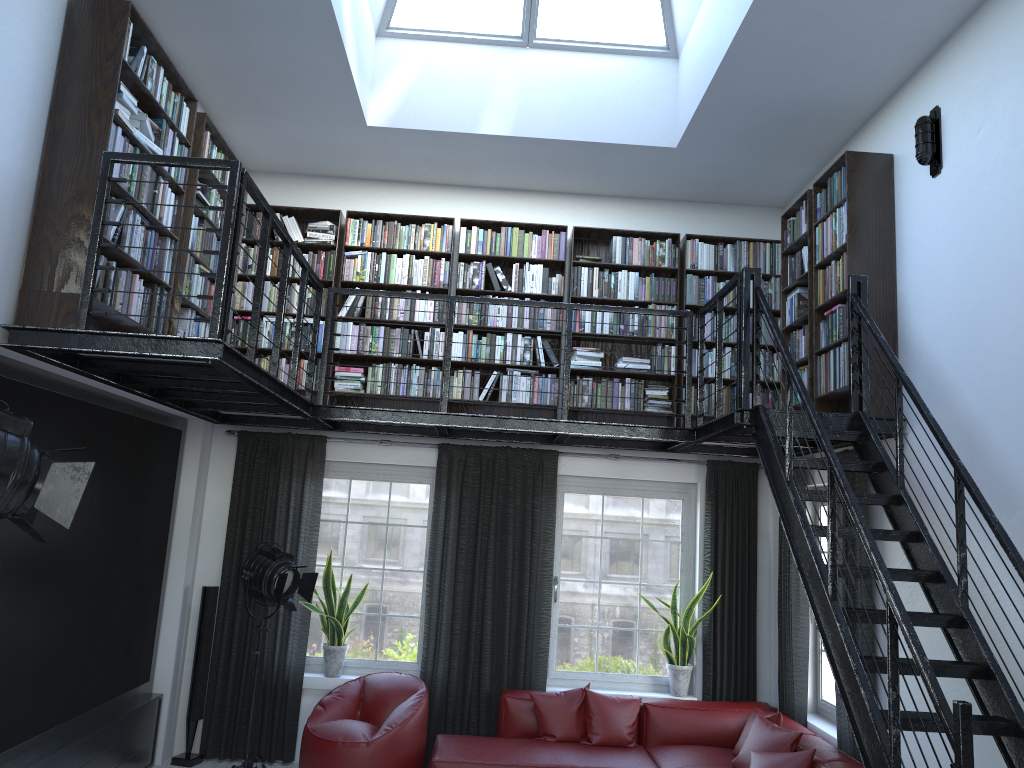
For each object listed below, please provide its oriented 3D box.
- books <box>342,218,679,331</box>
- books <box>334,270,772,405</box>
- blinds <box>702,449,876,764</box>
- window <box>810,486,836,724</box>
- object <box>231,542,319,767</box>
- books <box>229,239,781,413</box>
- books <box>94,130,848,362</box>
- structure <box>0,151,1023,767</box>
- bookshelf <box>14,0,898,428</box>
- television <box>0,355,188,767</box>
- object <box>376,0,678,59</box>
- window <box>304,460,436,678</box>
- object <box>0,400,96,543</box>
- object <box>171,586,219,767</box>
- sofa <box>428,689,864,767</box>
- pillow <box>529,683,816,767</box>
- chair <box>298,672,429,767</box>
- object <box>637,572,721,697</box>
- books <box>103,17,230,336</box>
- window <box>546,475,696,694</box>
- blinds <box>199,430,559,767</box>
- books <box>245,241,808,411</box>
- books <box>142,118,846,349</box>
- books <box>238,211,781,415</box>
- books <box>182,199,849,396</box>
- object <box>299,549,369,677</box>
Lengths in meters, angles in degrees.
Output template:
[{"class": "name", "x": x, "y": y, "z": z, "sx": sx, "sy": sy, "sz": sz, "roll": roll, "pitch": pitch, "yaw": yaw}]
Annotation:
[{"class": "books", "x": -0.013, "y": -0.824, "z": 7.057, "sx": 2.636, "sy": 0.833, "sz": 0.212, "roll": 4, "pitch": -11, "yaw": -1}, {"class": "books", "x": 0.337, "y": -0.369, "z": 6.986, "sx": 3.391, "sy": 1.130, "sz": 0.239, "roll": 4, "pitch": -11, "yaw": -1}, {"class": "blinds", "x": 1.979, "y": 1.680, "z": 6.018, "sx": 0.527, "sy": 2.396, "sz": 1.740, "roll": 7, "pitch": -11, "yaw": -19}, {"class": "window", "x": 2.245, "y": 1.480, "z": 5.926, "sx": 0.133, "sy": 1.616, "sz": 1.159, "roll": 4, "pitch": -10, "yaw": -1}, {"class": "object", "x": -0.663, "y": 1.994, "z": 6.325, "sx": 2.902, "sy": 1.589, "sz": 0.749, "roll": 6, "pitch": -11, "yaw": -17}, {"class": "books", "x": -0.026, "y": -0.543, "z": 6.994, "sx": 4.435, "sy": 1.422, "sz": 0.225, "roll": 4, "pitch": -11, "yaw": -1}, {"class": "books", "x": 0.048, "y": -0.806, "z": 5.250, "sx": 4.376, "sy": 1.418, "sz": 2.190, "roll": 4, "pitch": -9, "yaw": -2}, {"class": "structure", "x": -0.055, "y": 0.851, "z": 4.570, "sx": 4.488, "sy": 3.377, "sz": 4.584, "roll": 4, "pitch": -10, "yaw": -1}, {"class": "bookshelf", "x": 0.024, "y": -0.676, "z": 5.637, "sx": 4.475, "sy": 1.627, "sz": 3.068, "roll": 4, "pitch": -9, "yaw": -1}, {"class": "television", "x": -2.423, "y": 1.209, "z": 4.763, "sx": 0.116, "sy": 2.444, "sz": 3.330, "roll": 4, "pitch": -10, "yaw": -1}, {"class": "object", "x": 0.153, "y": -2.858, "z": 5.999, "sx": 2.221, "sy": 0.638, "sz": 1.177, "roll": 4, "pitch": -9, "yaw": -1}, {"class": "window", "x": -1.154, "y": 1.420, "z": 6.881, "sx": 1.167, "sy": 1.616, "sz": 0.132, "roll": 4, "pitch": -11, "yaw": -1}, {"class": "object", "x": -1.593, "y": 0.813, "z": 2.524, "sx": 0.609, "sy": 1.589, "sz": 0.542, "roll": -6, "pitch": -14, "yaw": 42}, {"class": "object", "x": -2.267, "y": 2.089, "z": 6.398, "sx": 0.157, "sy": 1.229, "sz": 0.156, "roll": 1, "pitch": -11, "yaw": 14}, {"class": "sofa", "x": 0.757, "y": 2.348, "z": 4.916, "sx": 2.541, "sy": 0.660, "sz": 3.258, "roll": 4, "pitch": -9, "yaw": -2}, {"class": "pillow", "x": 1.159, "y": 2.282, "z": 5.879, "sx": 1.953, "sy": 0.404, "sz": 0.978, "roll": -4, "pitch": -12, "yaw": 40}, {"class": "chair", "x": -0.993, "y": 2.369, "z": 5.998, "sx": 0.827, "sy": 0.716, "sz": 0.828, "roll": 12, "pitch": -13, "yaw": -39}, {"class": "object", "x": 1.236, "y": 1.856, "z": 6.599, "sx": 0.553, "sy": 0.946, "sz": 0.522, "roll": 6, "pitch": -11, "yaw": -12}, {"class": "books", "x": -2.039, "y": -0.955, "z": 5.180, "sx": 0.315, "sy": 1.432, "sz": 2.192, "roll": 4, "pitch": -9, "yaw": -1}, {"class": "window", "x": 0.847, "y": 1.550, "z": 6.926, "sx": 1.167, "sy": 1.616, "sz": 0.132, "roll": 4, "pitch": -11, "yaw": -1}, {"class": "blinds", "x": -0.949, "y": 1.601, "z": 6.638, "sx": 2.508, "sy": 2.402, "sz": 0.124, "roll": 4, "pitch": -11, "yaw": -1}, {"class": "books", "x": -0.025, "y": -0.622, "z": 6.516, "sx": 4.435, "sy": 1.439, "sz": 1.276, "roll": 3, "pitch": -10, "yaw": 0}, {"class": "books", "x": 0.019, "y": -0.630, "z": 5.521, "sx": 4.335, "sy": 1.148, "sz": 1.588, "roll": 4, "pitch": -10, "yaw": -2}, {"class": "books", "x": -0.027, "y": -0.533, "z": 6.987, "sx": 4.441, "sy": 1.406, "sz": 0.240, "roll": 4, "pitch": -11, "yaw": -1}, {"class": "books", "x": 0.046, "y": -0.724, "z": 5.779, "sx": 4.383, "sy": 1.414, "sz": 1.162, "roll": 4, "pitch": -10, "yaw": -1}, {"class": "object", "x": -1.425, "y": 1.687, "z": 6.562, "sx": 0.553, "sy": 0.946, "sz": 0.522, "roll": 2, "pitch": -11, "yaw": 9}]
